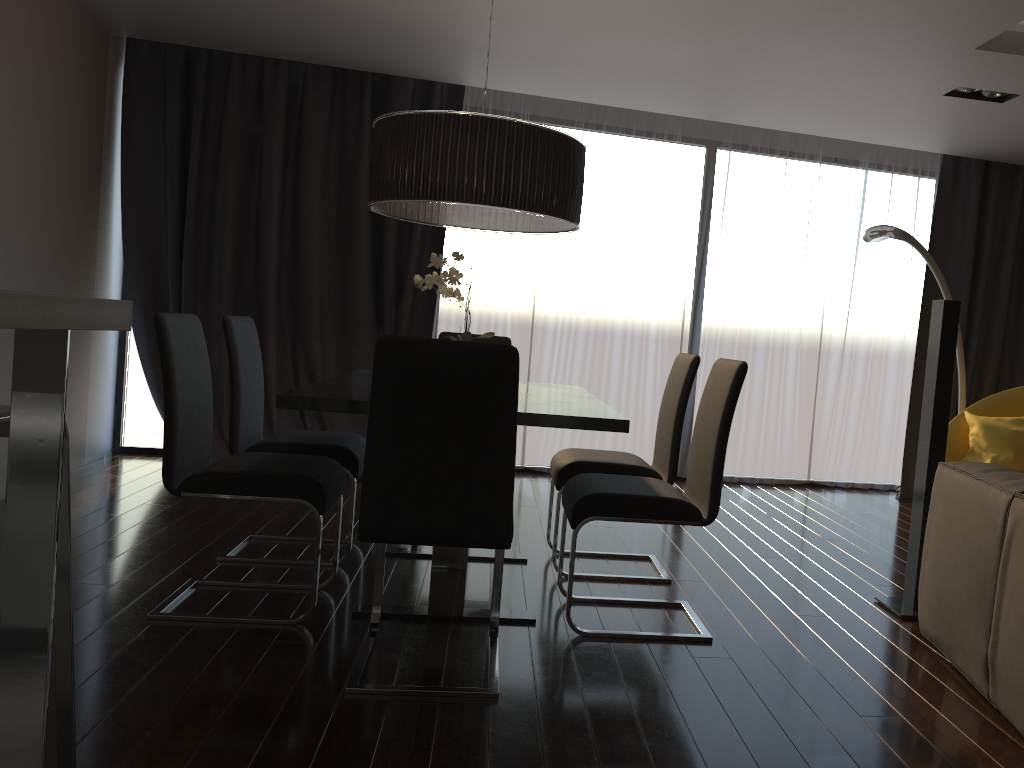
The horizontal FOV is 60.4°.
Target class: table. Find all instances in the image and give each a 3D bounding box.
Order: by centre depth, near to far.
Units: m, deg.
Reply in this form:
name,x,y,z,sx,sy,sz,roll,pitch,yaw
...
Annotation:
name,x,y,z,sx,sy,sz,roll,pitch,yaw
table,-0.207,0.398,3.425,1.052,0.759,1.587,5,3,-3

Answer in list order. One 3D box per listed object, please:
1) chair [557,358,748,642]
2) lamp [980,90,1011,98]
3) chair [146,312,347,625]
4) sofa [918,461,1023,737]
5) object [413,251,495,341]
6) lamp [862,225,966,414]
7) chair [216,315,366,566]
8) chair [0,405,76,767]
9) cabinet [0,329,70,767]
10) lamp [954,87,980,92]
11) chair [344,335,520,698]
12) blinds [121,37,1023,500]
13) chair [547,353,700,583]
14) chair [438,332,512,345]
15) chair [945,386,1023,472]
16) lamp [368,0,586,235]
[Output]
name,x,y,z,sx,sy,sz,roll,pitch,yaw
chair,0.485,0.371,3.157,0.579,0.964,0.423,4,3,-5
lamp,2.664,-1.619,4.828,0.175,0.077,0.179,5,3,7
chair,-0.879,0.265,2.976,0.579,0.964,0.423,4,3,-5
sofa,2.666,0.756,2.013,2.716,0.703,2.506,5,3,5
object,-0.222,-0.230,3.295,0.315,0.500,0.565,4,3,-7
lamp,3.784,0.058,6.131,4.428,1.778,0.556,3,3,-27
chair,-0.893,0.221,3.670,0.579,0.964,0.423,4,3,-5
chair,-1.003,0.435,1.416,0.425,0.799,0.426,4,3,-4
cabinet,-0.954,-0.362,0.564,4.496,2.498,6.855,5,3,-3
lamp,2.483,-1.633,4.803,0.180,0.077,0.173,4,3,-10
chair,-0.208,0.347,2.585,0.432,0.964,0.566,4,3,-4
blinds,1.309,-0.708,6.204,7.690,2.891,0.729,4,3,-14
chair,0.471,0.326,3.851,0.579,0.964,0.423,4,3,-5
chair,-0.219,0.241,4.272,0.432,0.964,0.566,4,3,-4
chair,3.113,0.469,4.854,1.197,1.004,1.439,2,4,-38
lamp,-0.095,-1.176,3.343,0.780,1.102,0.829,6,3,20
